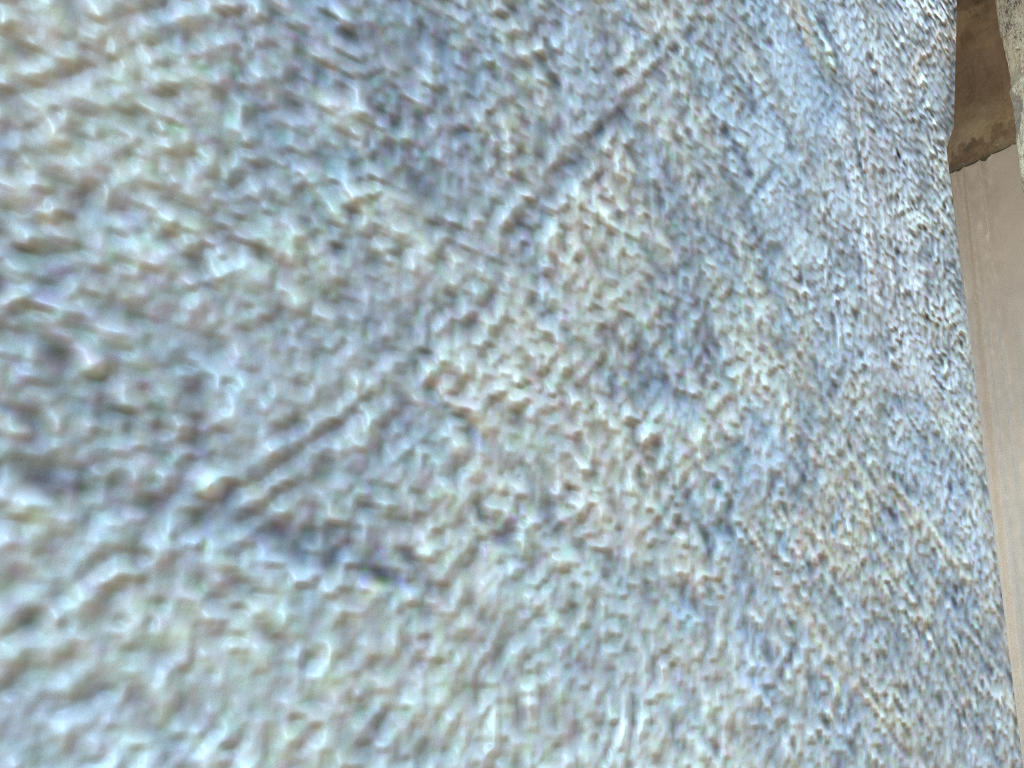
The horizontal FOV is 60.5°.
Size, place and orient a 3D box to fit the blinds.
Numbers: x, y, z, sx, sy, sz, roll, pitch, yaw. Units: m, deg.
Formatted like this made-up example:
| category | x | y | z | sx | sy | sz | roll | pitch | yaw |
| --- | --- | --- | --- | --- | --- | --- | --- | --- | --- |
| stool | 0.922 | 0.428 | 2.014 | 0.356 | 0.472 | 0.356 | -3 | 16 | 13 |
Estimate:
| category | x | y | z | sx | sy | sz | roll | pitch | yaw |
| --- | --- | --- | --- | --- | --- | --- | --- | --- | --- |
| blinds | 7.640 | 0.448 | 9.522 | 0.278 | 8.361 | 7.995 | 10 | -19 | -36 |
